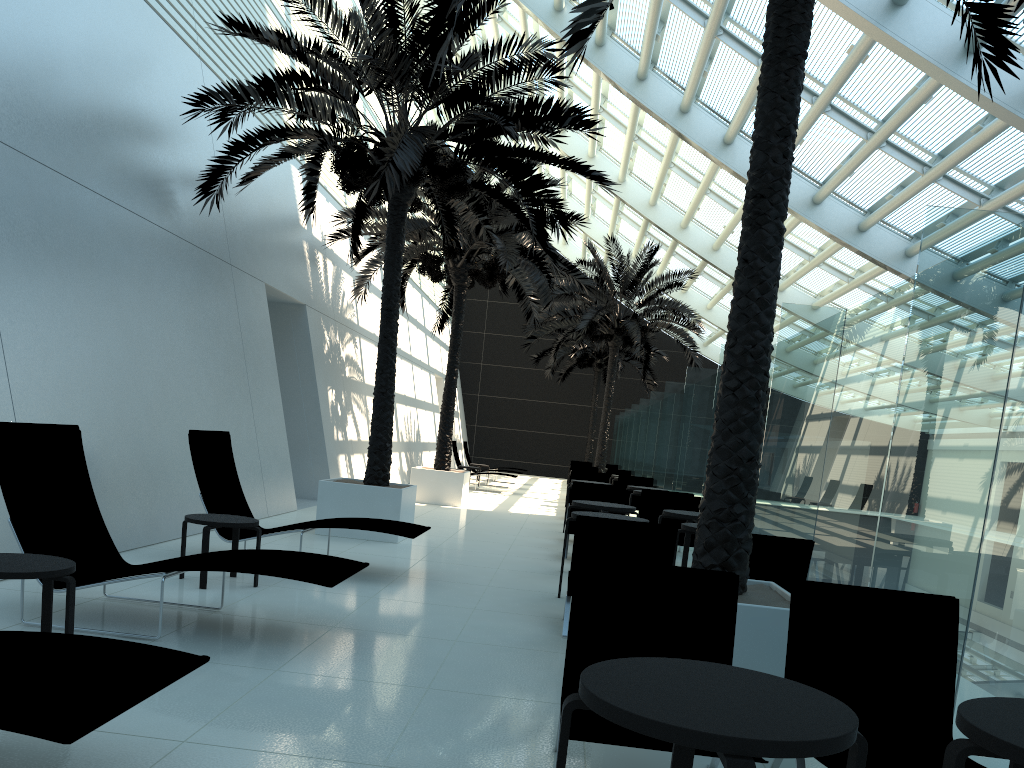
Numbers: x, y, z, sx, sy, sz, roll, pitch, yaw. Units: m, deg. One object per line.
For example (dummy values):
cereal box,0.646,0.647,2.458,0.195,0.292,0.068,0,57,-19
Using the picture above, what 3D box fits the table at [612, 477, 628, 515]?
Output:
table,2.544,2.457,19.084,0.683,0.788,0.670,4,3,-44

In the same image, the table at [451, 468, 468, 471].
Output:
table,-1.352,2.310,21.025,0.547,0.522,0.556,7,2,42

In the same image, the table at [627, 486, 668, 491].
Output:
table,2.277,2.163,14.913,0.671,0.788,0.682,8,3,42

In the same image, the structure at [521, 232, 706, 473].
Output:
structure,2.663,-0.366,23.638,4.827,7.086,4.392,6,4,-3

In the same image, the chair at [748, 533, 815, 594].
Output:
chair,1.709,1.510,6.481,0.715,0.895,0.881,6,2,4

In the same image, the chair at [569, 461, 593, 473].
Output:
chair,2.158,2.899,27.518,0.715,0.895,0.881,6,2,4

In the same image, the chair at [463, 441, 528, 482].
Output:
chair,-0.517,2.472,27.345,2.034,1.169,0.915,6,3,3

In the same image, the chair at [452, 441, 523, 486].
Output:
chair,-0.693,2.285,24.697,2.034,1.169,0.915,6,3,3

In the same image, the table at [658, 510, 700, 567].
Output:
table,1.904,1.765,9.277,0.671,0.788,0.682,8,3,42

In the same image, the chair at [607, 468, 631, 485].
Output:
chair,2.707,2.590,21.784,0.715,0.895,0.881,6,2,4

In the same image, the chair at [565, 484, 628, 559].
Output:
chair,1.039,1.705,10.611,0.715,0.895,0.881,6,2,4

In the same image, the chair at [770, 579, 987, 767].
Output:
chair,1.488,1.288,3.361,0.715,0.895,0.881,6,2,4

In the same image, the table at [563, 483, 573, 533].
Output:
table,1.208,1.964,13.501,0.683,0.788,0.670,4,3,-44

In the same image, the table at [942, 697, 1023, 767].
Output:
table,1.435,1.265,2.191,0.684,0.788,0.670,4,3,-39

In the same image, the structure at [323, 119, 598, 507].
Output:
structure,-1.168,-1.159,16.409,4.232,6.959,4.646,9,5,37

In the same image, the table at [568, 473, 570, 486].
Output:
table,1.685,2.464,20.565,0.671,0.788,0.682,8,3,42

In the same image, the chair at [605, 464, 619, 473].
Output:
chair,3.083,2.991,27.468,0.715,0.895,0.881,6,2,4

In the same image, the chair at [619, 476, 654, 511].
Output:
chair,2.338,2.196,16.209,0.715,0.895,0.881,6,2,4

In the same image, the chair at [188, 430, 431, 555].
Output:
chair,-1.801,1.102,7.951,2.034,1.169,0.915,6,3,3

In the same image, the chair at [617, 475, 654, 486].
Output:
chair,2.465,2.317,17.903,0.715,0.895,0.881,6,2,4

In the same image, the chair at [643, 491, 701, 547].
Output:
chair,1.964,1.797,10.561,0.715,0.895,0.881,6,2,4

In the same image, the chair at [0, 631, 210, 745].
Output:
chair,-2.141,0.739,2.814,2.034,1.169,0.915,6,3,3

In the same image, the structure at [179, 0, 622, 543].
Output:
structure,-1.364,-1.531,10.408,4.663,6.898,4.214,5,4,-18

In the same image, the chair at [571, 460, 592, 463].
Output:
chair,2.284,3.021,29.213,0.715,0.895,0.881,6,2,4

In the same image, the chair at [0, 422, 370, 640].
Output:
chair,-1.971,0.920,5.383,2.034,1.169,0.915,6,3,3

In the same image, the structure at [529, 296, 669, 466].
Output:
structure,3.228,0.211,31.770,4.477,7.084,4.739,5,4,-18

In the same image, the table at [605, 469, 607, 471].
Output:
table,3.022,2.959,26.173,0.671,0.788,0.682,8,3,42

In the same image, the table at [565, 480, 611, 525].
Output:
table,1.314,2.068,14.964,0.671,0.788,0.682,8,3,42

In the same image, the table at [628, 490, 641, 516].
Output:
table,2.171,2.059,13.449,0.683,0.788,0.670,4,3,-44

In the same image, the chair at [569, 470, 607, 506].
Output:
chair,1.539,2.225,17.953,0.715,0.895,0.881,6,2,4

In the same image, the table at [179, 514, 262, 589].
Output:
table,-2.290,1.309,6.849,0.557,0.522,0.546,5,2,-44

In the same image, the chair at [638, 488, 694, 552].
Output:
chair,2.092,1.919,12.268,0.715,0.895,0.881,6,2,4

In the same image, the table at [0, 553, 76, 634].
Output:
table,-2.461,1.127,4.280,0.557,0.522,0.546,5,2,-44

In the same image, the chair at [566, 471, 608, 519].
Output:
chair,1.412,2.104,16.259,0.715,0.895,0.881,6,2,4

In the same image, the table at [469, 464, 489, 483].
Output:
table,-1.007,2.679,26.243,0.557,0.522,0.546,5,2,-44

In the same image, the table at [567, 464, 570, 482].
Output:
table,2.326,3.157,30.396,0.684,0.788,0.670,4,3,-39

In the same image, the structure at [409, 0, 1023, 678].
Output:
structure,1.403,-1.716,4.518,4.783,7.086,4.434,7,4,22

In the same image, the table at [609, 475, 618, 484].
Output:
table,2.647,2.559,20.513,0.671,0.788,0.682,8,3,42

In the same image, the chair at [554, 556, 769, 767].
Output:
chair,0.562,1.196,3.410,0.715,0.895,0.881,6,2,4

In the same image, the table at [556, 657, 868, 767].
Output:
table,0.472,1.169,2.242,0.684,0.788,0.670,4,3,-39

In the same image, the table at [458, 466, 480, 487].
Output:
table,-1.182,2.492,23.594,0.557,0.522,0.546,5,2,-44

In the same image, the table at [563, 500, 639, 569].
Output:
table,0.941,1.670,9.329,0.671,0.788,0.682,8,3,42

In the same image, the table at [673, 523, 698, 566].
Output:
table,1.788,1.650,7.663,0.683,0.788,0.670,4,3,-44

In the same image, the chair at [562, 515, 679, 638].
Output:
chair,0.783,1.418,6.531,0.715,0.895,0.881,6,2,4

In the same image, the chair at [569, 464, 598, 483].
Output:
chair,1.781,2.498,21.834,0.715,0.895,0.881,6,2,4

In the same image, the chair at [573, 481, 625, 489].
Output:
chair,1.166,1.827,12.317,0.715,0.895,0.881,6,2,4

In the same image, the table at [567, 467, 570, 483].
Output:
table,2.059,2.863,26.224,0.671,0.788,0.682,8,3,42

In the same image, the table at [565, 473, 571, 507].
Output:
table,1.581,2.362,19.136,0.683,0.788,0.670,4,3,-44

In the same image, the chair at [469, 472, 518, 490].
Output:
chair,-0.863,2.103,22.128,2.034,1.169,0.915,6,3,3

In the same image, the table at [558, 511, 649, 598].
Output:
table,0.825,1.555,7.714,0.683,0.788,0.670,4,3,-44
